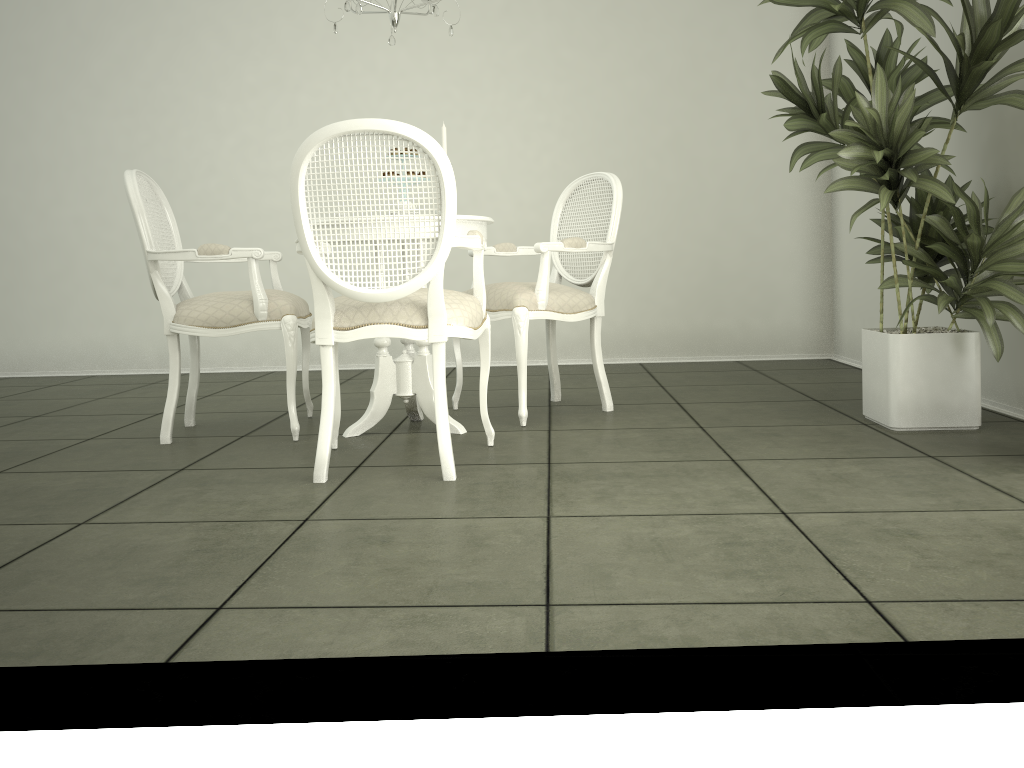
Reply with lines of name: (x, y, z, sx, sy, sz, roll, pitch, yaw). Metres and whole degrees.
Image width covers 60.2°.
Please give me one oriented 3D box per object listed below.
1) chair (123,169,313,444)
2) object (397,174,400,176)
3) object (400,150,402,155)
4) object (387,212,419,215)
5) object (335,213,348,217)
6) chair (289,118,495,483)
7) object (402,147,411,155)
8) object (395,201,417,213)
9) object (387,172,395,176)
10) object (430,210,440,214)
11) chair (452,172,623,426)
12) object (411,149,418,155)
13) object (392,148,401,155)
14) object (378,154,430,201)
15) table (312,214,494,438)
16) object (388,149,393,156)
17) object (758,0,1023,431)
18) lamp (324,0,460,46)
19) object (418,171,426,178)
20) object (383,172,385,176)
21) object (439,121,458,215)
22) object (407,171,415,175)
chair: (-1.165, -0.333, 3.560, 0.690, 1.060, 0.598, -2, 3, -7)
object: (-0.458, -0.824, 3.525, 0.039, 0.032, 0.039, -5, 6, -36)
object: (-0.446, -0.909, 3.493, 0.039, 0.032, 0.040, 2, 6, 33)
object: (-0.400, -0.621, 3.253, 0.118, 0.015, 0.119, -2, 7, -7)
object: (-0.694, -0.671, 3.562, 0.078, 0.049, 0.063, 0, 5, 13)
chair: (-0.384, -0.262, 2.832, 0.595, 1.060, 0.694, -1, 4, 3)
object: (-0.407, -0.900, 3.420, 0.039, 0.032, 0.039, -6, 7, -41)
object: (-0.394, -0.645, 3.248, 0.078, 0.049, 0.063, 2, 7, 35)
object: (-0.463, -0.807, 3.398, 0.039, 0.032, 0.039, -5, 6, -36)
object: (-0.301, -0.698, 3.646, 0.078, 0.049, 0.063, -3, 6, -17)
chair: (0.134, -0.411, 3.896, 0.692, 1.060, 0.596, -4, 4, -32)
object: (-0.385, -0.905, 3.455, 0.039, 0.032, 0.040, 1, 6, 23)
object: (-0.448, -0.899, 3.422, 0.039, 0.032, 0.040, -1, 5, 8)
object: (-0.423, -0.766, 3.461, 0.211, 0.248, 0.212, 1, 5, 35)
table: (-0.428, -0.230, 3.492, 0.740, 0.827, 0.744, -2, 4, 0)
object: (-0.468, -0.904, 3.458, 0.039, 0.032, 0.040, 1, 6, 23)
object: (1.494, -0.899, 3.359, 1.039, 2.089, 1.167, 0, 3, 21)
lamp: (-0.498, -2.586, 3.402, 0.595, 2.430, 0.594, -2, 2, -20)
object: (-0.351, -0.818, 3.457, 0.039, 0.032, 0.039, 3, 7, 43)
object: (-0.498, -0.815, 3.463, 0.039, 0.032, 0.039, -5, 6, -31)
object: (-0.254, -0.813, 3.343, 0.088, 0.363, 0.088, -2, 2, -20)
object: (-0.390, -0.809, 3.395, 0.039, 0.032, 0.040, 1, 6, 23)
